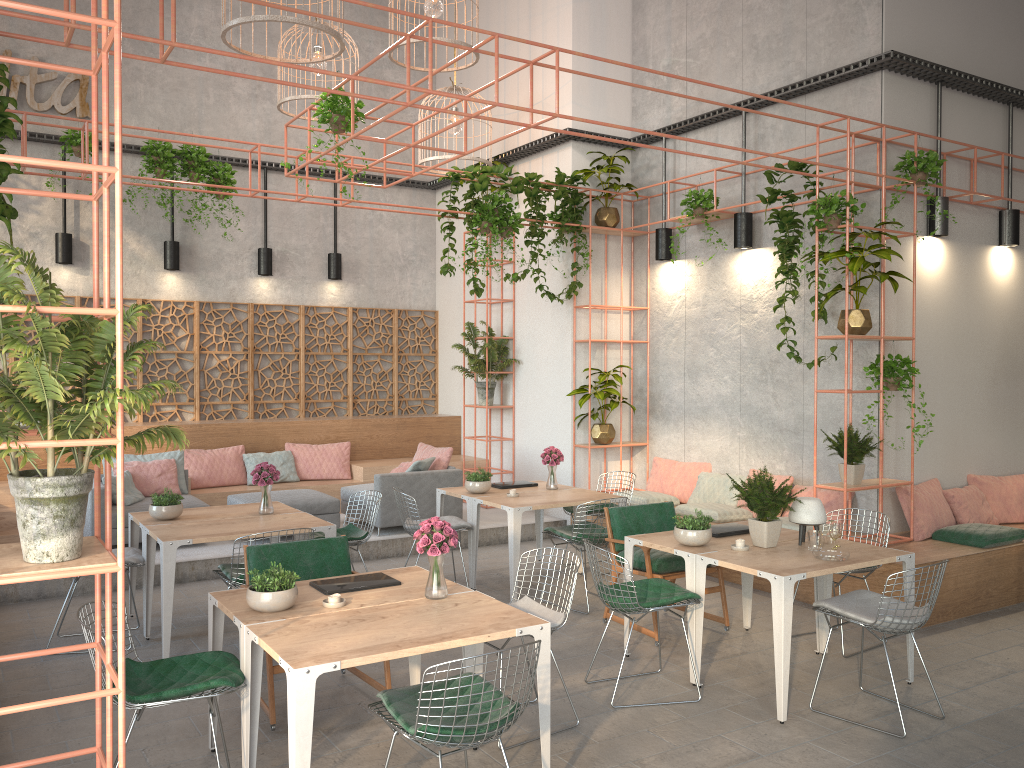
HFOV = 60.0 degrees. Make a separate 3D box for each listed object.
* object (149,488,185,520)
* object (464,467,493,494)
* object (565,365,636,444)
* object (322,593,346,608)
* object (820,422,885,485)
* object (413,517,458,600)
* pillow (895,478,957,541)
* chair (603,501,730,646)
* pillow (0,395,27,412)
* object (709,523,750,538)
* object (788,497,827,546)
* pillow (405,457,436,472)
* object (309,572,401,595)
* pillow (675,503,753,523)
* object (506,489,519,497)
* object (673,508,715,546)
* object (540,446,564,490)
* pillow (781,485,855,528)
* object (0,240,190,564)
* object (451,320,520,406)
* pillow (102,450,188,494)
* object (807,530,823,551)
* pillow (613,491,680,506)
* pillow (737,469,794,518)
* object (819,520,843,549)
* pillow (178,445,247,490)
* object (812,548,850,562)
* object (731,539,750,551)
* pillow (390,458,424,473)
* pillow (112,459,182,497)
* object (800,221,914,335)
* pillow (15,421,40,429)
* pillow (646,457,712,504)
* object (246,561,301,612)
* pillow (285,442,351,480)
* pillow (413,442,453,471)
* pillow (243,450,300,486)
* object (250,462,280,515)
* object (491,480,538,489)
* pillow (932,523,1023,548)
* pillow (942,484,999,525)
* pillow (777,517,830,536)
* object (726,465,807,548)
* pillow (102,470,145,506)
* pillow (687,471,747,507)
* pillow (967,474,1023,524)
[{"bbox_3d":[-2.631,0.905,6.750,0.252,0.247,0.247,-1,1,-32],"label":"object"},{"bbox_3d":[-0.313,0.884,8.200,0.254,0.247,0.248,-1,1,-32],"label":"object"},{"bbox_3d":[1.017,0.236,10.349,0.903,0.919,0.934,1,1,29],"label":"object"},{"bbox_3d":[-0.874,1.062,4.361,0.115,0.073,0.115,-1,1,-38],"label":"object"},{"bbox_3d":[2.860,0.587,7.514,0.368,0.527,0.438,-1,1,-32],"label":"object"},{"bbox_3d":[-0.388,0.880,4.500,0.225,0.414,0.213,-1,1,-40],"label":"object"},{"bbox_3d":[3.773,1.129,8.051,0.839,0.474,0.276,-1,1,-42],"label":"pillow"},{"bbox_3d":[1.163,1.410,6.799,0.722,0.917,0.685,-1,1,-32],"label":"chair"},{"bbox_3d":[-5.735,0.235,10.213,0.499,0.324,0.307,0,1,-17],"label":"pillow"},{"bbox_3d":[1.507,1.031,6.265,0.427,0.031,0.268,-1,1,-32],"label":"object"},{"bbox_3d":[1.946,0.907,5.840,0.241,0.313,0.241,0,1,13],"label":"object"},{"bbox_3d":[-1.080,1.009,9.989,0.308,0.349,0.495,0,1,18],"label":"pillow"},{"bbox_3d":[-0.844,1.078,4.774,0.427,0.031,0.268,-1,1,-32],"label":"object"},{"bbox_3d":[2.023,1.294,8.941,0.491,0.149,0.637,-1,1,-31],"label":"pillow"},{"bbox_3d":[0.008,0.976,7.984,0.115,0.078,0.115,0,1,-26],"label":"object"},{"bbox_3d":[1.185,0.931,5.808,0.254,0.247,0.248,-1,1,-32],"label":"object"},{"bbox_3d":[0.380,0.797,8.438,0.225,0.414,0.213,-1,1,-40],"label":"object"},{"bbox_3d":[2.867,1.169,8.346,0.289,0.385,0.666,-1,1,-37],"label":"pillow"},{"bbox_3d":[-1.654,0.069,3.153,0.900,1.100,0.894,0,1,-3],"label":"object"},{"bbox_3d":[-0.353,-0.271,11.516,0.900,1.097,0.894,0,1,-3],"label":"object"},{"bbox_3d":[-3.911,0.965,9.455,0.839,0.474,0.276,-1,1,-32],"label":"pillow"},{"bbox_3d":[1.921,0.995,5.628,0.095,0.119,0.095,0,1,-8],"label":"object"},{"bbox_3d":[1.466,1.277,9.829,0.491,0.149,0.637,-1,1,-31],"label":"pillow"},{"bbox_3d":[2.507,1.110,8.879,0.276,0.474,0.839,0,1,-12],"label":"pillow"},{"bbox_3d":[2.084,0.980,5.770,0.210,0.154,0.165,-1,1,-42],"label":"object"},{"bbox_3d":[-3.563,0.995,10.634,0.839,0.474,0.276,-1,1,-42],"label":"pillow"},{"bbox_3d":[1.938,1.039,5.387,0.218,0.041,0.218,0,1,-24],"label":"object"},{"bbox_3d":[1.459,1.022,5.667,0.115,0.078,0.115,0,1,-26],"label":"object"},{"bbox_3d":[-1.273,1.020,10.401,0.479,0.317,0.441,1,1,39],"label":"pillow"},{"bbox_3d":[-3.842,0.999,9.321,0.666,0.385,0.289,-1,1,-32],"label":"pillow"},{"bbox_3d":[2.848,-0.878,7.356,0.903,0.947,0.934,0,1,19],"label":"object"},{"bbox_3d":[-5.661,0.446,9.935,0.637,0.149,0.491,-1,1,-31],"label":"pillow"},{"bbox_3d":[1.864,1.088,9.988,0.276,0.474,0.839,-1,1,-42],"label":"pillow"},{"bbox_3d":[-1.165,0.978,4.317,0.252,0.247,0.247,-1,1,-32],"label":"object"},{"bbox_3d":[-2.477,0.985,11.313,0.839,0.474,0.276,0,1,-12],"label":"pillow"},{"bbox_3d":[-0.983,0.955,10.441,0.273,0.476,0.836,-1,1,-32],"label":"pillow"},{"bbox_3d":[-2.982,1.036,10.973,0.666,0.385,0.289,-1,1,-37],"label":"pillow"},{"bbox_3d":[-1.943,0.819,6.984,0.225,0.414,0.213,-1,1,-40],"label":"object"},{"bbox_3d":[0.009,0.983,8.658,0.427,0.031,0.268,-1,1,-32],"label":"object"},{"bbox_3d":[4.088,1.321,7.753,0.637,0.149,0.491,-1,1,-31],"label":"pillow"},{"bbox_3d":[4.329,1.171,8.375,0.666,0.385,0.289,-1,1,-37],"label":"pillow"},{"bbox_3d":[2.562,1.311,8.079,0.491,0.149,0.637,-1,1,-31],"label":"pillow"},{"bbox_3d":[1.627,0.790,5.767,0.368,0.527,0.438,-1,1,-32],"label":"object"},{"bbox_3d":[-3.883,1.056,8.942,0.307,0.324,0.499,0,1,3],"label":"pillow"},{"bbox_3d":[2.187,1.147,9.433,0.289,0.385,0.666,-1,1,-37],"label":"pillow"},{"bbox_3d":[4.881,1.120,8.694,0.839,0.474,0.276,0,1,-12],"label":"pillow"}]
